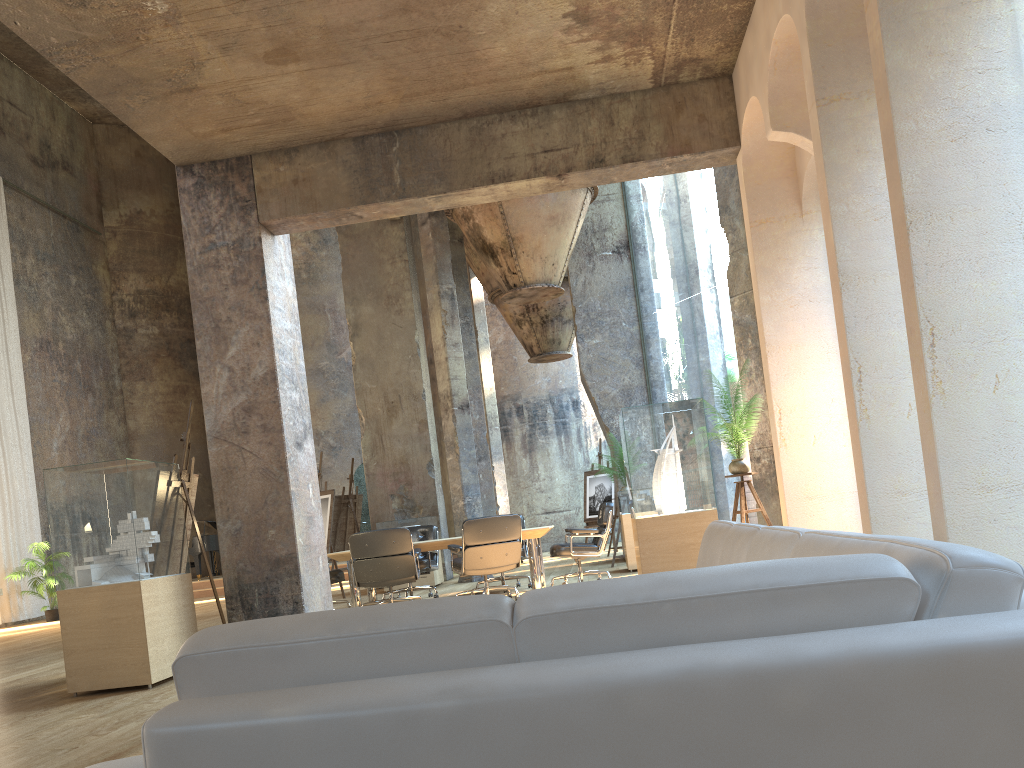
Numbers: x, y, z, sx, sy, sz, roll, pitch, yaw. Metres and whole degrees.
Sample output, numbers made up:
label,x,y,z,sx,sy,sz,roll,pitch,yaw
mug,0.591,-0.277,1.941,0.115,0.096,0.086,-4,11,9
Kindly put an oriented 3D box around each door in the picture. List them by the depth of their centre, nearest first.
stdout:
label,x,y,z,sx,sy,sz,roll,pitch,yaw
door,-3.387,3.015,21.157,0.897,2.284,0.092,-5,-2,-37

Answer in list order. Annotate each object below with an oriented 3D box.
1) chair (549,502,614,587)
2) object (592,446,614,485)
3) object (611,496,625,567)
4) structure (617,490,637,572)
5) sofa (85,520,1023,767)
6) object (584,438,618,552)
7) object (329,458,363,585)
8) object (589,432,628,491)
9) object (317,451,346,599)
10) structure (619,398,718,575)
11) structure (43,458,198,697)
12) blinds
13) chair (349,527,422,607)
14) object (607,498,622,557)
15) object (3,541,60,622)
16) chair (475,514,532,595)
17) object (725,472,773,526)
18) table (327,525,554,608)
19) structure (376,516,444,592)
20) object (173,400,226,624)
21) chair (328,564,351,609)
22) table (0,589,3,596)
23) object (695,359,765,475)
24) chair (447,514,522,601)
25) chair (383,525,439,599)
label,x,y,z,sx,sy,sz,roll,pitch,yaw
chair,0.751,1.782,9.655,0.820,0.887,0.736,-7,-4,-1
object,1.727,1.457,14.779,0.693,0.934,0.859,-9,-5,25
object,1.739,2.017,12.220,0.577,0.967,0.656,-10,-4,41
structure,1.782,1.833,11.202,0.736,1.009,0.748,-7,-4,5
sofa,-0.028,0.872,2.587,2.067,0.716,2.951,-8,-8,5
object,1.638,2.035,15.916,0.708,2.135,0.681,-8,-2,34
object,-2.621,2.279,14.127,0.690,2.135,0.699,-8,-2,31
object,1.478,1.111,12.331,0.860,0.935,0.691,-8,-4,8
object,-2.692,1.996,12.236,0.708,2.135,0.681,-8,-2,37
structure,1.227,0.955,6.794,0.595,1.539,0.746,-7,-3,5
structure,-2.736,1.352,6.240,0.595,1.539,0.746,-7,-3,5
blinds,-9.854,-0.331,13.330,0.275,8.591,7.877,-7,-5,5
chair,-1.284,1.948,9.123,0.729,0.887,0.828,-7,-5,-1
object,1.895,2.385,14.731,0.658,0.967,0.575,-7,-3,-1
object,-8.456,3.593,15.959,1.090,1.448,1.139,-7,-4,-4
chair,-0.144,2.022,10.505,0.731,0.887,0.826,-7,-5,6
object,1.875,1.229,7.209,0.655,0.967,0.578,-5,-4,-31
table,-0.710,2.077,9.792,2.413,0.696,1.113,-8,-7,5
structure,-1.473,2.479,12.821,0.744,1.009,0.739,-7,-4,5
object,-2.707,1.213,7.135,0.685,2.135,0.704,-7,-2,4
chair,-2.256,2.194,9.948,0.821,0.887,0.735,-7,-4,1
table,-6.040,1.919,4.748,1.603,0.753,7.775,-7,-9,4
object,1.821,0.283,7.227,0.687,0.934,0.867,-7,-5,-5
chair,-0.282,1.817,9.060,0.726,0.887,0.831,-5,-5,-21
chair,-1.247,2.173,10.608,0.732,0.887,0.825,-8,-5,11
